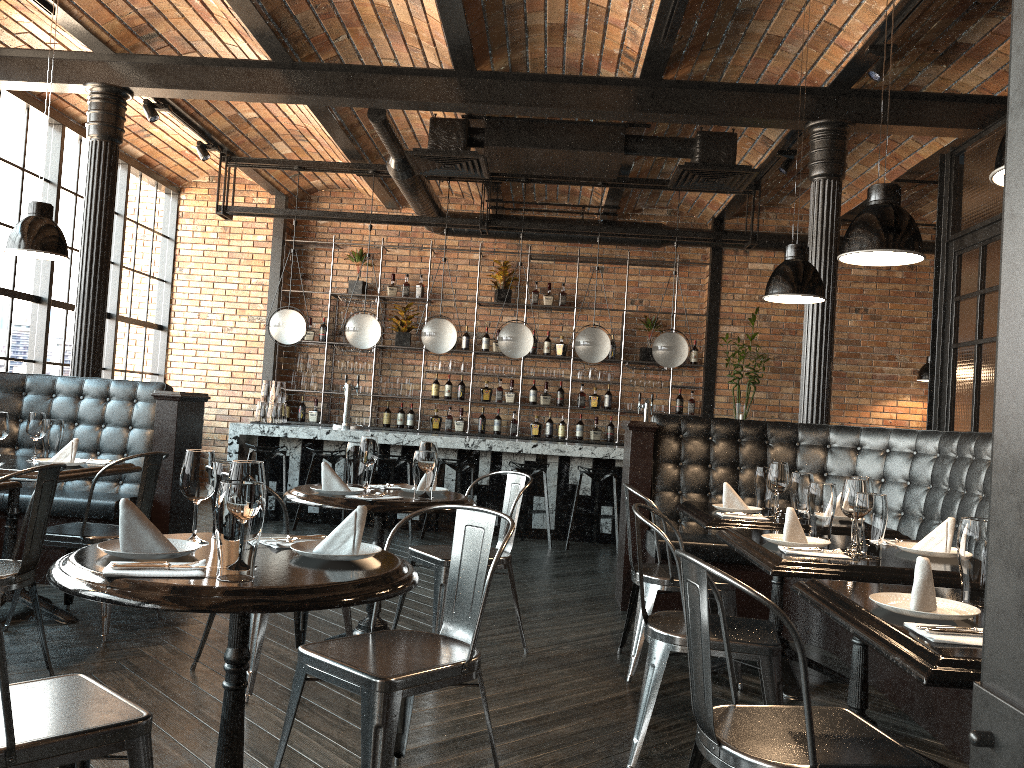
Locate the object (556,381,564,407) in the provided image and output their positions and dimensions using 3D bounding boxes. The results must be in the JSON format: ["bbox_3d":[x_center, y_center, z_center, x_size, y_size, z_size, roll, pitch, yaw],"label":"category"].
[{"bbox_3d":[0.559,0.113,10.206,0.086,0.299,0.086,5,-2,-39],"label":"object"}]

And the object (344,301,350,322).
[{"bbox_3d":[-1.929,-0.849,10.408,0.092,0.244,0.092,3,-2,8],"label":"object"}]

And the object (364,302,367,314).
[{"bbox_3d":[-1.721,-0.835,10.399,0.092,0.244,0.092,3,-2,8],"label":"object"}]

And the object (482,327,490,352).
[{"bbox_3d":[-0.298,-0.512,10.266,0.086,0.298,0.086,5,-2,-39],"label":"object"}]

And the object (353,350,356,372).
[{"bbox_3d":[-1.856,-0.270,10.384,0.092,0.244,0.092,3,-2,8],"label":"object"}]

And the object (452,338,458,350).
[{"bbox_3d":[-0.705,-0.511,10.274,0.151,0.248,0.094,3,-2,6],"label":"object"}]

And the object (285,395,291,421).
[{"bbox_3d":[-2.625,0.278,10.327,0.086,0.299,0.086,5,-2,-39],"label":"object"}]

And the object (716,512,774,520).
[{"bbox_3d":[1.048,0.585,3.952,0.255,0.019,0.157,4,-2,3],"label":"object"}]

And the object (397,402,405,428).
[{"bbox_3d":[-1.285,0.362,10.297,0.086,0.298,0.086,5,-2,-39],"label":"object"}]

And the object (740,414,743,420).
[{"bbox_3d":[2.452,0.519,9.196,0.319,0.397,0.316,5,-2,-39],"label":"object"}]

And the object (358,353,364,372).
[{"bbox_3d":[-1.757,-0.264,10.380,0.092,0.244,0.092,3,-2,8],"label":"object"}]

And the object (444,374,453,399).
[{"bbox_3d":[-0.733,0.033,10.287,0.086,0.298,0.086,5,-2,-39],"label":"object"}]

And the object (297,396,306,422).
[{"bbox_3d":[-2.435,0.289,10.288,0.086,0.297,0.086,2,-2,36],"label":"object"}]

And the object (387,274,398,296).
[{"bbox_3d":[-1.388,-1.144,10.325,0.123,0.279,0.123,4,-2,-9],"label":"object"}]

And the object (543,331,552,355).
[{"bbox_3d":[0.414,-0.466,10.260,0.086,0.298,0.086,5,-2,-39],"label":"object"}]

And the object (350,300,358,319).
[{"bbox_3d":[-1.826,-0.848,10.238,0.092,0.244,0.092,3,-2,8],"label":"object"}]

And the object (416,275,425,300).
[{"bbox_3d":[-1.065,-1.126,10.310,0.083,0.282,0.083,3,-2,17],"label":"object"}]

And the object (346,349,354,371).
[{"bbox_3d":[-1.862,-0.276,10.219,0.092,0.244,0.092,3,-2,8],"label":"object"}]

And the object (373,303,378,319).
[{"bbox_3d":[-1.617,-0.829,10.395,0.092,0.244,0.092,3,-2,8],"label":"object"}]

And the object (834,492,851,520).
[{"bbox_3d":[1.526,0.568,4.177,0.232,0.139,0.232,5,-2,-40],"label":"object"}]

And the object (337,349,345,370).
[{"bbox_3d":[-1.972,-0.283,10.224,0.092,0.244,0.092,3,-2,8],"label":"object"}]

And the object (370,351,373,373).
[{"bbox_3d":[-1.654,-0.258,10.376,0.092,0.244,0.092,3,-2,8],"label":"object"}]

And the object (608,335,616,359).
[{"bbox_3d":[1.151,-0.420,10.202,0.086,0.297,0.086,5,-2,-39],"label":"object"}]

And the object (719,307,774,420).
[{"bbox_3d":[2.522,-0.043,9.579,0.584,1.546,0.673,2,-3,41],"label":"object"}]

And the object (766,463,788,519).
[{"bbox_3d":[1.194,0.482,4.002,0.092,0.244,0.092,4,-2,-14],"label":"object"}]

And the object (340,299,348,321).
[{"bbox_3d":[-1.935,-0.854,10.243,0.092,0.244,0.092,3,-2,8],"label":"object"}]

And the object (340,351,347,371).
[{"bbox_3d":[-1.966,-0.277,10.389,0.092,0.244,0.092,3,-2,8],"label":"object"}]

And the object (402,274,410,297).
[{"bbox_3d":[-1.231,-1.136,10.317,0.083,0.282,0.083,4,-2,-13],"label":"object"}]

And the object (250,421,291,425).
[{"bbox_3d":[-2.338,0.379,8.598,0.273,0.019,0.437,4,-2,2],"label":"object"}]

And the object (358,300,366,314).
[{"bbox_3d":[-1.727,-0.841,10.234,0.092,0.244,0.092,3,-2,8],"label":"object"}]

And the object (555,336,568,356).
[{"bbox_3d":[0.570,-0.431,10.221,0.151,0.248,0.094,3,-2,31],"label":"object"}]

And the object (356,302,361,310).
[{"bbox_3d":[-1.819,-0.842,10.403,0.092,0.244,0.092,3,-2,8],"label":"object"}]

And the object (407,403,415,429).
[{"bbox_3d":[-1.168,0.369,10.268,0.086,0.298,0.086,5,-2,-39],"label":"object"}]

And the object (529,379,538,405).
[{"bbox_3d":[0.250,0.095,10.223,0.086,0.298,0.086,5,-2,-39],"label":"object"}]

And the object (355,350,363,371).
[{"bbox_3d":[-1.764,-0.270,10.215,0.092,0.244,0.092,3,-2,8],"label":"object"}]

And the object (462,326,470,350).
[{"bbox_3d":[-0.532,-0.525,10.282,0.086,0.298,0.086,5,-2,-39],"label":"object"}]

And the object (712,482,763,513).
[{"bbox_3d":[1.072,0.540,4.211,0.232,0.139,0.232,5,-2,-39],"label":"object"}]

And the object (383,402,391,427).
[{"bbox_3d":[-1.443,0.353,10.278,0.086,0.299,0.086,5,-2,-39],"label":"object"}]

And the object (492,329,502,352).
[{"bbox_3d":[-0.159,-0.493,10.239,0.123,0.279,0.123,4,-2,-9],"label":"object"}]

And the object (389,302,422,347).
[{"bbox_3d":[-1.239,-0.684,10.274,0.430,0.526,0.425,3,-2,15],"label":"object"}]

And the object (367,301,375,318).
[{"bbox_3d":[-1.624,-0.835,10.230,0.092,0.244,0.092,3,-2,8],"label":"object"}]

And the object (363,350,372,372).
[{"bbox_3d":[-1.660,-0.263,10.211,0.092,0.244,0.092,3,-2,8],"label":"object"}]

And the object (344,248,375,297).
[{"bbox_3d":[-1.788,-1.306,10.371,0.377,0.554,0.422,4,-2,-10],"label":"object"}]

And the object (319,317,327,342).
[{"bbox_3d":[-2.198,-0.632,10.340,0.086,0.299,0.086,5,-2,-39],"label":"object"}]

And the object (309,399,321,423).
[{"bbox_3d":[-2.279,0.309,10.292,0.123,0.279,0.123,3,-2,16],"label":"object"}]

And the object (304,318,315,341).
[{"bbox_3d":[-2.354,-0.631,10.329,0.123,0.279,0.123,4,-2,-9],"label":"object"}]

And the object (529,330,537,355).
[{"bbox_3d":[0.248,-0.478,10.239,0.086,0.299,0.086,5,-2,-39],"label":"object"}]

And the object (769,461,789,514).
[{"bbox_3d":[1.284,0.496,4.268,0.092,0.244,0.092,3,-2,19],"label":"object"}]

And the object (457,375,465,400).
[{"bbox_3d":[-0.583,0.042,10.253,0.086,0.297,0.086,5,-2,-39],"label":"object"}]
